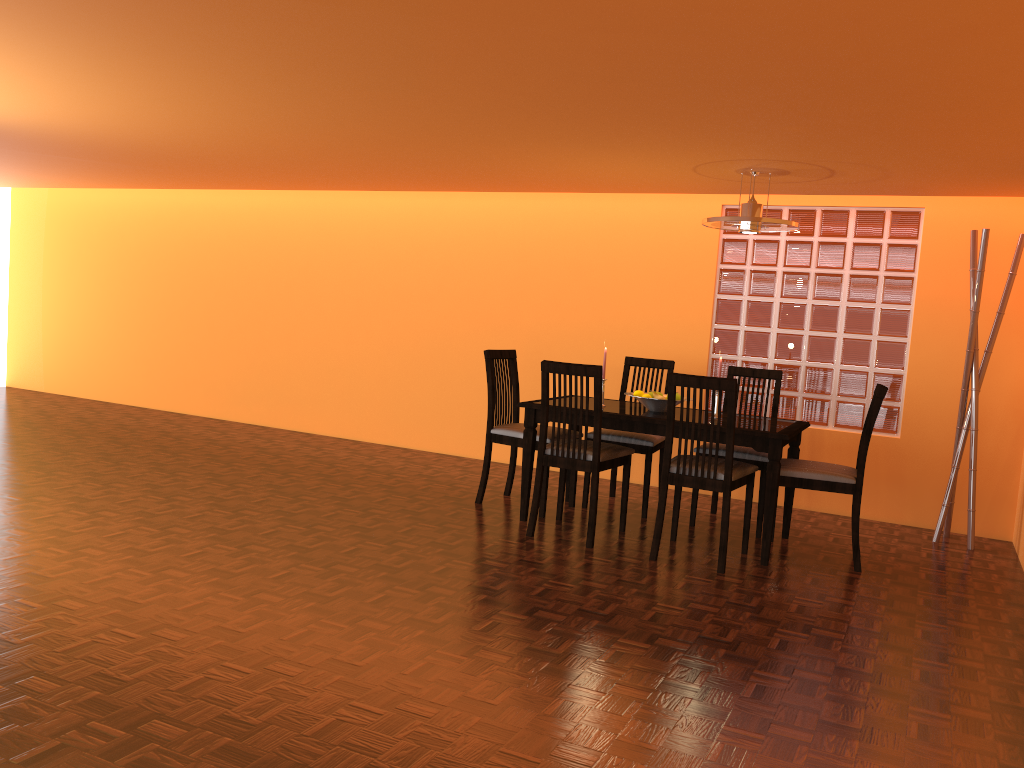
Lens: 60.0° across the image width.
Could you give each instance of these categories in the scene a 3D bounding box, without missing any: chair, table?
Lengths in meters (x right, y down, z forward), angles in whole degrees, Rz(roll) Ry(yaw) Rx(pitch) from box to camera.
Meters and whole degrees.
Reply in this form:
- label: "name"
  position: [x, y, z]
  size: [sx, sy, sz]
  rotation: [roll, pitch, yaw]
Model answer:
- label: "chair"
  position: [1.168, 0.326, 4.530]
  size: [0.373, 0.809, 0.465]
  rotation: [6, 5, 25]
- label: "chair"
  position: [1.398, 0.387, 3.986]
  size: [0.465, 0.809, 0.373]
  rotation: [6, 5, 20]
- label: "chair"
  position: [0.650, 0.268, 4.775]
  size: [0.373, 0.809, 0.465]
  rotation: [6, 5, 25]
- label: "chair"
  position: [0.318, 0.300, 4.085]
  size: [0.373, 0.809, 0.465]
  rotation: [6, 5, 25]
- label: "table"
  position: [0.716, 0.426, 4.292]
  size: [1.259, 0.584, 0.697]
  rotation: [6, 5, 25]
- label: "chair"
  position: [0.086, 0.240, 4.617]
  size: [0.465, 0.809, 0.373]
  rotation: [7, 5, 30]
- label: "chair"
  position: [0.837, 0.358, 3.840]
  size: [0.373, 0.809, 0.465]
  rotation: [6, 5, 25]

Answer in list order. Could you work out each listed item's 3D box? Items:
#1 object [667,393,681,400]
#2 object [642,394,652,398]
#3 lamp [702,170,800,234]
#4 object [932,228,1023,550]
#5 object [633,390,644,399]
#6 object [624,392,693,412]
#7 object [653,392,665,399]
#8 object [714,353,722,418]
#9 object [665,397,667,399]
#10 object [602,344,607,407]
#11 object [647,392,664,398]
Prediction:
- label: "object"
  position: [0.778, 0.067, 4.263]
  size: [0.069, 0.066, 0.069]
  rotation: [7, 6, 35]
- label: "object"
  position: [0.645, 0.070, 4.252]
  size: [0.046, 0.046, 0.055]
  rotation: [3, 5, -12]
- label: "lamp"
  position: [1.097, -0.828, 4.052]
  size: [0.435, 0.274, 0.435]
  rotation: [0, 6, -42]
- label: "object"
  position: [2.304, 0.029, 4.420]
  size: [0.308, 1.589, 0.226]
  rotation: [0, 6, -42]
- label: "object"
  position: [0.616, 0.054, 4.291]
  size: [0.055, 0.046, 0.046]
  rotation: [5, 5, 8]
- label: "object"
  position: [0.709, 0.095, 4.295]
  size: [0.337, 0.072, 0.337]
  rotation: [3, 5, -8]
- label: "object"
  position: [0.704, 0.077, 4.233]
  size: [0.066, 0.070, 0.055]
  rotation: [5, 5, 7]
- label: "object"
  position: [0.971, -0.003, 4.167]
  size: [0.044, 0.326, 0.044]
  rotation: [5, 5, 14]
- label: "object"
  position: [0.763, 0.086, 4.316]
  size: [0.047, 0.056, 0.045]
  rotation: [7, 5, 32]
- label: "object"
  position: [0.448, -0.054, 4.322]
  size: [0.044, 0.326, 0.044]
  rotation: [5, 5, 14]
- label: "object"
  position: [0.698, 0.076, 4.332]
  size: [0.087, 0.076, 0.089]
  rotation: [7, 5, 31]
